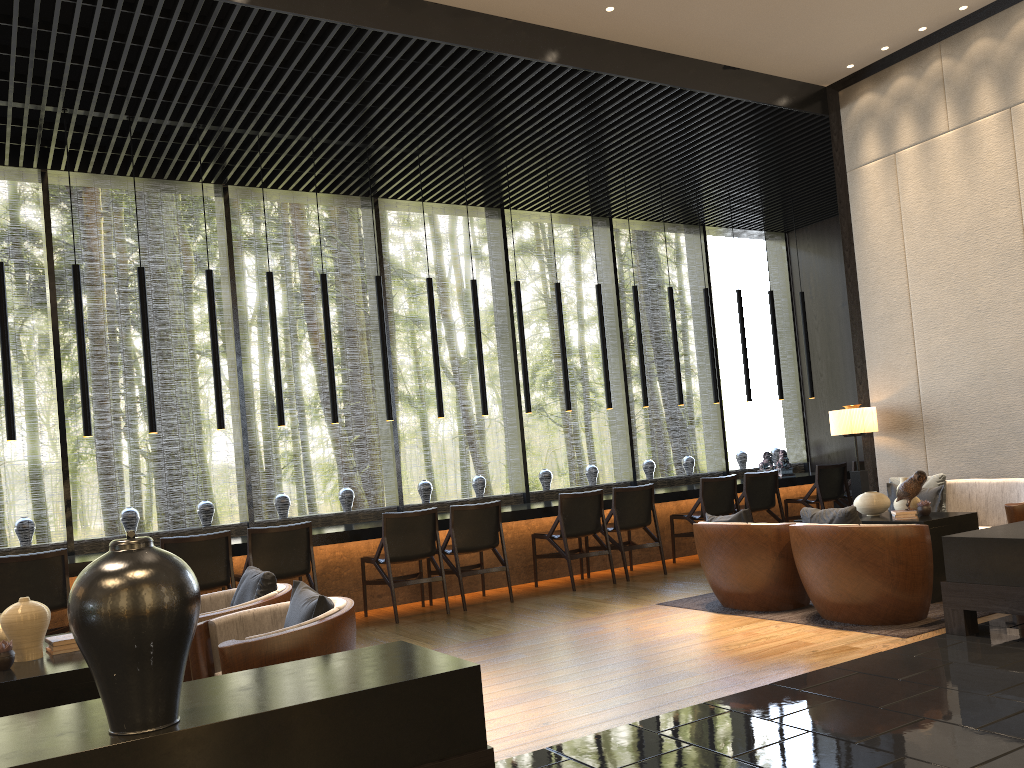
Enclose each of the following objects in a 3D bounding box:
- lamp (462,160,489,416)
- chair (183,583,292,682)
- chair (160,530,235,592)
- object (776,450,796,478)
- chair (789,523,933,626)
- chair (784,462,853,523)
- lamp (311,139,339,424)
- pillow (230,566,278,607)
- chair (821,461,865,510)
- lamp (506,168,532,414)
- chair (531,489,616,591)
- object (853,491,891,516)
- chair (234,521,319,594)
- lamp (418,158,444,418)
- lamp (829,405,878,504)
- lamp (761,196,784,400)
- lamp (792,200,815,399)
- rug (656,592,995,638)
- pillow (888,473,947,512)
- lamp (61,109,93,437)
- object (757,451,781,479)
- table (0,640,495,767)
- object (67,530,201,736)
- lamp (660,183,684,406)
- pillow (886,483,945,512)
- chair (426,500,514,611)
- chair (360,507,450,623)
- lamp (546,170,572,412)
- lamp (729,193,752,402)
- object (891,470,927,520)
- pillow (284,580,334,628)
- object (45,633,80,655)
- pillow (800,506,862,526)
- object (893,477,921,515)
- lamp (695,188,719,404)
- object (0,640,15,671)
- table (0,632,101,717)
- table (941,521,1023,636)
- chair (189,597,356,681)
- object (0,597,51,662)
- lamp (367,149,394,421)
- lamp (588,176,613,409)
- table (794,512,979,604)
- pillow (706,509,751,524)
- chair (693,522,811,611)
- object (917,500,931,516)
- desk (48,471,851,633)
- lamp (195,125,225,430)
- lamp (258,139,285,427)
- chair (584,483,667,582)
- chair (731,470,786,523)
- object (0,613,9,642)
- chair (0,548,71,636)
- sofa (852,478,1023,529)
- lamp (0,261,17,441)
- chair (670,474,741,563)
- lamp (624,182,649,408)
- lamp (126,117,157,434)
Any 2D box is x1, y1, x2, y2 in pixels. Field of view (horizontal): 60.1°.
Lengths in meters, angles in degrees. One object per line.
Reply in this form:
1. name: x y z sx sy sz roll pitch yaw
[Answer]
1. lamp: -0.352 -0.909 8.197 0.060 2.415 0.060 -4 -2 -36
2. chair: -1.362 1.316 4.315 0.605 0.603 0.807 -3 -5 -31
3. chair: -2.206 1.451 6.155 0.525 0.825 0.565 -3 -3 -31
4. object: 3.001 0.880 9.785 0.163 0.312 0.210 -5 -3 -6
5. chair: 2.017 1.103 5.251 0.605 0.603 0.807 -3 -5 -31
6. chair: 3.297 1.272 9.462 0.525 0.825 0.565 -3 -3 -31
7. lamp: -1.586 -0.869 7.455 0.060 2.415 0.060 -4 -2 -26
8. pillow: -1.279 1.097 4.382 0.222 0.361 0.401 -3 -4 -31
9. chair: 3.789 1.255 9.757 0.525 0.825 0.565 -3 -3 -31
10. lamp: 0.052 -0.923 8.440 0.060 2.415 0.060 -4 -2 -36
11. chair: 0.535 1.362 7.801 0.525 0.825 0.565 -3 -3 -31
12. object: 2.546 0.847 6.260 0.246 0.167 0.246 -6 -4 17
13. chair: -1.714 1.435 6.450 0.525 0.825 0.565 -3 -3 -31
14. lamp: -0.740 -0.897 7.963 0.060 2.415 0.060 -4 -2 -26
15. lamp: 2.934 0.853 7.466 0.375 1.348 0.376 -5 -2 -2
16. lamp: 2.983 -1.018 10.201 0.060 2.415 0.060 -4 -2 -36
17. lamp: 3.426 -1.033 10.467 0.060 2.415 0.060 -4 -2 -36
18. rug: 2.522 1.440 6.134 2.237 0.008 2.051 -2 -6 -31
19. pillow: 3.144 0.908 6.874 0.434 0.398 0.201 -8 -4 37
20. lamp: -3.195 -0.817 6.489 0.060 2.415 0.060 -4 -2 -36
21. object: 2.784 0.889 9.661 0.208 0.309 0.162 -7 -4 39
22. table: -1.048 1.140 2.335 1.956 0.512 0.623 -2 -5 -31
23. object: -0.949 0.618 2.243 0.311 0.491 0.312 -4 -3 -12
24. lamp: 1.687 -0.976 9.422 0.060 2.415 0.060 -4 -2 -36
25. pillow: 3.064 0.920 6.707 0.219 0.360 0.474 -3 -4 -34
26. chair: -0.355 1.391 7.267 0.525 0.825 0.565 -3 -3 -31
27. chair: -0.847 1.407 6.971 0.525 0.825 0.565 -3 -3 -31
28. lamp: 0.448 -0.936 8.678 0.060 2.415 0.060 -4 -2 -36
29. lamp: 2.549 -1.004 9.940 0.060 2.415 0.060 -4 -2 -36
30. object: 2.624 0.730 5.846 0.229 0.308 0.174 -6 -3 15
31. pillow: -0.840 0.994 3.647 0.204 0.337 0.443 -4 -4 -24
32. object: -1.774 1.033 3.529 0.137 0.051 0.175 -2 -6 -35
33. pillow: 1.897 0.892 5.198 0.222 0.361 0.401 -3 -4 -31
34. object: 2.684 0.766 6.022 0.174 0.257 0.175 -4 -3 -11
35. lamp: 2.121 -0.990 9.683 0.060 2.415 0.060 -4 -2 -36
36. object: -1.853 0.980 3.210 0.092 0.111 0.091 -6 -4 21
37. table: -1.878 1.321 3.453 0.574 0.516 1.047 -3 -5 -31
38. table: 3.269 0.999 4.929 1.956 0.512 0.623 -2 -5 -31
39. chair: -0.925 1.209 3.582 0.605 0.603 0.807 -3 -5 -31
40. object: -1.858 0.935 3.388 0.171 0.235 0.171 -5 -3 4
41. lamp: -1.163 -0.883 7.709 0.060 2.415 0.060 -4 -2 -36
42. lamp: 0.874 -0.949 8.934 0.060 2.415 0.060 -4 -2 -36
43. table: 2.584 1.175 6.134 0.574 0.516 1.047 -3 -5 -31
44. pillow: 1.458 1.003 5.933 0.204 0.337 0.443 -4 -4 -24
45. chair: 1.581 1.210 5.984 0.605 0.603 0.807 -3 -5 -31
46. object: 2.752 0.824 5.911 0.092 0.111 0.091 -6 -4 21
47. desk: -8.404 1.724 2.860 28.681 0.758 1.789 -2 -6 -31
48. lamp: -2.384 -0.843 6.976 0.060 2.415 0.060 -4 -2 -26
49. lamp: -1.975 -0.857 7.222 0.060 2.415 0.060 -4 -2 -36
50. chair: 1.027 1.346 8.097 0.525 0.825 0.565 -3 -3 -31
51. chair: 2.408 1.301 8.927 0.525 0.825 0.565 -3 -3 -31
52. object: -2.004 0.998 3.526 0.245 0.167 0.246 -3 -5 -28
53. chair: -3.073 1.479 5.634 0.525 0.825 0.565 -3 -3 -31
54. sofa: 3.247 1.068 6.531 0.602 0.691 1.456 -3 -5 -31
55. lamp: -3.610 -0.803 6.239 0.060 2.415 0.060 -4 -2 -36
56. chair: 1.916 1.317 8.632 0.525 0.825 0.565 -3 -3 -31
57. lamp: 1.277 -0.963 9.175 0.060 2.415 0.060 -4 -2 -36
58. lamp: -2.813 -0.829 6.718 0.060 2.415 0.060 -4 -2 -36
